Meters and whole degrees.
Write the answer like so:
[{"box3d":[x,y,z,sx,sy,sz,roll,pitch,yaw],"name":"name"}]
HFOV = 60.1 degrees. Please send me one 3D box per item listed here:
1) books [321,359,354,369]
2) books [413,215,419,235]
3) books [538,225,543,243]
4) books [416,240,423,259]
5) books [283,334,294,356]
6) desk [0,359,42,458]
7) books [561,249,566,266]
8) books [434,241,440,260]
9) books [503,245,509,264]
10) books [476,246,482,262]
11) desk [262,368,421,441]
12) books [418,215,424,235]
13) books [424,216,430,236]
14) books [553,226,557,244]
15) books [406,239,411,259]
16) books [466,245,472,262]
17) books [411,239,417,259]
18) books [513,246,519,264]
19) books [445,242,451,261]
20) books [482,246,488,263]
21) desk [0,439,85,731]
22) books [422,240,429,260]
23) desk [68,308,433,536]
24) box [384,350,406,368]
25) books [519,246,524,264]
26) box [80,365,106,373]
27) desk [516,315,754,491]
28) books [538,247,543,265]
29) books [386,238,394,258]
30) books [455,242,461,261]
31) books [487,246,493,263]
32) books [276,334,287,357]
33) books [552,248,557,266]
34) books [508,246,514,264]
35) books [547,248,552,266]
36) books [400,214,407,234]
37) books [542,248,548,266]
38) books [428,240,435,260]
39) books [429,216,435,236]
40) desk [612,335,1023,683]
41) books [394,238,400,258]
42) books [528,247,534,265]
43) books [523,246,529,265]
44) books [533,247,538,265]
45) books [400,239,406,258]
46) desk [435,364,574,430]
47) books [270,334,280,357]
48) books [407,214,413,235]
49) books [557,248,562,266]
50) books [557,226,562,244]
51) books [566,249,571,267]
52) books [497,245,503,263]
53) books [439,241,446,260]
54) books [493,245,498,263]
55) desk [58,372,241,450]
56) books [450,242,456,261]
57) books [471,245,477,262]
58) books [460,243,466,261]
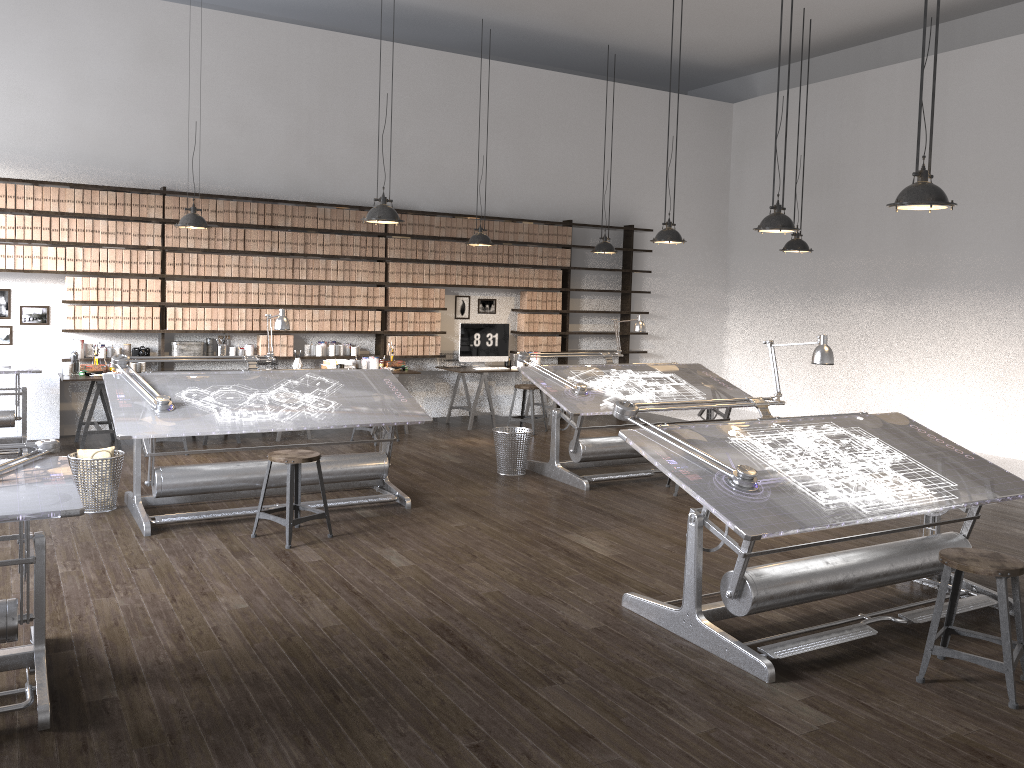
[{"box3d":[-1.836,-0.213,9.428,0.294,0.147,0.387,-1,6,-30],"name":"books"},{"box3d":[-1.132,-1.809,10.102,0.067,0.225,0.175,0,4,-30],"name":"books"},{"box3d":[0.310,-1.850,10.934,0.067,0.225,0.175,0,4,-30],"name":"books"},{"box3d":[-1.088,-1.534,10.140,0.067,0.225,0.175,0,4,-30],"name":"books"},{"box3d":[-2.394,-0.413,9.467,0.067,0.225,0.175,0,4,-30],"name":"books"},{"box3d":[-4.788,0.066,7.627,1.269,1.095,1.075,-1,5,-30],"name":"desk"},{"box3d":[0.605,-1.583,11.126,0.067,0.225,0.175,0,4,-30],"name":"books"},{"box3d":[-0.903,-1.540,10.254,0.067,0.225,0.175,0,4,-30],"name":"books"},{"box3d":[-0.115,-1.562,10.704,0.067,0.225,0.175,0,4,-30],"name":"books"},{"box3d":[-0.426,-1.553,10.527,0.067,0.225,0.175,0,4,-30],"name":"books"},{"box3d":[-1.869,0.195,9.368,1.668,0.667,0.658,-1,5,-30],"name":"desk"},{"box3d":[-1.071,-1.811,10.137,0.067,0.225,0.175,0,4,-30],"name":"books"},{"box3d":[-1.010,-1.812,10.166,0.067,0.225,0.175,0,4,-30],"name":"books"},{"box3d":[0.490,-1.856,11.039,0.067,0.225,0.175,0,4,-30],"name":"books"},{"box3d":[-1.211,-1.531,10.073,0.067,0.225,0.175,0,4,-30],"name":"books"},{"box3d":[-0.547,-1.550,10.459,0.067,0.225,0.175,0,4,-30],"name":"books"},{"box3d":[-1.155,-1.533,10.108,0.067,0.225,0.175,0,4,-30],"name":"books"},{"box3d":[0.011,-1.566,10.778,0.067,0.225,0.175,0,4,-30],"name":"books"},{"box3d":[-0.780,-1.543,10.318,0.067,0.225,0.175,0,4,-30],"name":"books"},{"box3d":[-0.361,-1.555,10.560,0.067,0.225,0.175,0,4,-30],"name":"books"},{"box3d":[-2.304,0.555,3.220,1.269,1.186,1.175,-1,5,-30],"name":"desk"},{"box3d":[-1.026,-1.537,10.183,0.067,0.225,0.175,0,4,-30],"name":"books"},{"box3d":[-1.807,0.164,6.179,2.280,1.383,1.080,-1,5,-30],"name":"desk"},{"box3d":[-1.298,-0.274,9.794,0.212,0.206,0.138,-1,5,-30],"name":"box"},{"box3d":[0.071,-1.568,10.817,0.067,0.225,0.175,0,4,-30],"name":"books"},{"box3d":[-3.919,-0.136,8.281,0.212,0.083,0.138,-1,6,-30],"name":"box"},{"box3d":[1.095,0.081,7.859,2.069,1.383,1.080,-1,5,-30],"name":"desk"},{"box3d":[0.304,-1.574,10.949,0.067,0.225,0.175,0,4,-30],"name":"books"},{"box3d":[-1.390,-1.526,9.968,0.067,0.225,0.175,0,4,-30],"name":"books"},{"box3d":[-0.670,-1.546,10.385,0.067,0.225,0.175,0,4,-30],"name":"books"},{"box3d":[-0.299,-1.557,10.596,0.067,0.225,0.175,0,4,-30],"name":"books"},{"box3d":[-2.453,-0.411,9.427,0.067,0.225,0.175,0,4,-30],"name":"books"},{"box3d":[0.486,-1.580,11.059,0.067,0.225,0.175,0,4,-30],"name":"books"},{"box3d":[-0.053,-1.565,10.747,0.067,0.225,0.175,0,4,-30],"name":"books"},{"box3d":[0.426,-1.578,11.023,0.067,0.225,0.175,0,4,-30],"name":"books"},{"box3d":[-1.256,-1.806,10.031,0.067,0.225,0.175,0,4,-30],"name":"books"},{"box3d":[0.368,-1.576,10.984,0.067,0.225,0.175,0,4,-30],"name":"books"},{"box3d":[-0.962,-1.538,10.214,0.067,0.225,0.175,0,4,-30],"name":"books"},{"box3d":[-0.954,-1.814,10.203,0.067,0.225,0.175,0,4,-30],"name":"books"},{"box3d":[1.553,0.449,4.449,2.069,1.383,1.080,-1,5,-30],"name":"desk"},{"box3d":[-1.326,-1.527,10.002,0.067,0.225,0.175,0,4,-30],"name":"books"},{"box3d":[0.193,-1.571,10.882,0.067,0.225,0.175,0,4,-30],"name":"books"},{"box3d":[0.132,-1.570,10.853,0.067,0.225,0.175,0,4,-30],"name":"books"},{"box3d":[0.249,-1.573,10.919,0.067,0.225,0.175,0,4,-30],"name":"books"},{"box3d":[-1.263,-1.529,10.038,0.067,0.225,0.175,0,4,-30],"name":"books"},{"box3d":[-0.016,0.142,10.441,1.668,0.667,0.658,-1,5,-30],"name":"desk"},{"box3d":[-2.516,-0.410,9.395,0.067,0.225,0.175,0,4,-30],"name":"books"},{"box3d":[-1.192,-1.807,10.062,0.067,0.225,0.175,0,4,-30],"name":"books"},{"box3d":[0.550,-1.581,11.088,0.067,0.225,0.175,0,4,-30],"name":"books"},{"box3d":[0.554,-1.858,11.077,0.067,0.225,0.175,0,4,-30],"name":"books"},{"box3d":[0.660,-1.585,11.156,0.067,0.225,0.175,0,4,-30],"name":"books"},{"box3d":[-0.182,-1.561,10.672,0.067,0.225,0.175,0,4,-30],"name":"books"},{"box3d":[-0.842,-1.542,10.289,0.067,0.225,0.175,0,4,-30],"name":"books"},{"box3d":[-0.246,-1.559,10.632,0.067,0.225,0.175,0,4,-30],"name":"books"},{"box3d":[-3.396,0.239,8.484,1.668,0.667,0.658,-1,5,-30],"name":"desk"},{"box3d":[-0.725,-1.545,10.355,0.067,0.225,0.175,0,4,-30],"name":"books"},{"box3d":[-0.488,-1.552,10.495,0.067,0.225,0.175,0,4,-30],"name":"books"},{"box3d":[-0.606,-1.548,10.420,0.067,0.225,0.175,0,4,-30],"name":"books"}]
